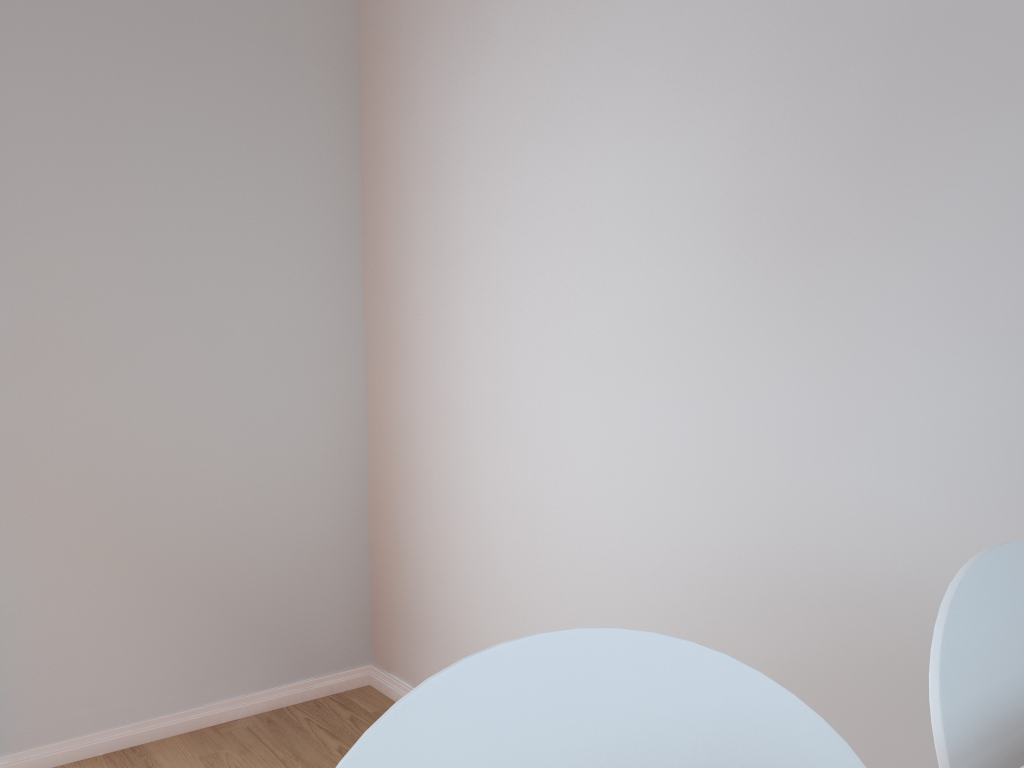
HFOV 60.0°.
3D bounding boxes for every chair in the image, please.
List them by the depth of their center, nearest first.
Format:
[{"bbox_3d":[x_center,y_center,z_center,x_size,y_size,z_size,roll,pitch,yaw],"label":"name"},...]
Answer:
[{"bbox_3d":[0.116,0.623,0.342,0.502,0.870,0.649,-1,2,-11],"label":"chair"},{"bbox_3d":[0.665,0.600,0.618,0.498,0.870,0.654,-2,2,-31],"label":"chair"}]

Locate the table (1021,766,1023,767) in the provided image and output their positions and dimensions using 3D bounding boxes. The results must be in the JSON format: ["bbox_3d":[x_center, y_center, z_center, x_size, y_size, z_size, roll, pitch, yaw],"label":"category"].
[{"bbox_3d":[0.585,0.666,0.276,1.256,0.771,0.846,-3,3,-35],"label":"table"}]
